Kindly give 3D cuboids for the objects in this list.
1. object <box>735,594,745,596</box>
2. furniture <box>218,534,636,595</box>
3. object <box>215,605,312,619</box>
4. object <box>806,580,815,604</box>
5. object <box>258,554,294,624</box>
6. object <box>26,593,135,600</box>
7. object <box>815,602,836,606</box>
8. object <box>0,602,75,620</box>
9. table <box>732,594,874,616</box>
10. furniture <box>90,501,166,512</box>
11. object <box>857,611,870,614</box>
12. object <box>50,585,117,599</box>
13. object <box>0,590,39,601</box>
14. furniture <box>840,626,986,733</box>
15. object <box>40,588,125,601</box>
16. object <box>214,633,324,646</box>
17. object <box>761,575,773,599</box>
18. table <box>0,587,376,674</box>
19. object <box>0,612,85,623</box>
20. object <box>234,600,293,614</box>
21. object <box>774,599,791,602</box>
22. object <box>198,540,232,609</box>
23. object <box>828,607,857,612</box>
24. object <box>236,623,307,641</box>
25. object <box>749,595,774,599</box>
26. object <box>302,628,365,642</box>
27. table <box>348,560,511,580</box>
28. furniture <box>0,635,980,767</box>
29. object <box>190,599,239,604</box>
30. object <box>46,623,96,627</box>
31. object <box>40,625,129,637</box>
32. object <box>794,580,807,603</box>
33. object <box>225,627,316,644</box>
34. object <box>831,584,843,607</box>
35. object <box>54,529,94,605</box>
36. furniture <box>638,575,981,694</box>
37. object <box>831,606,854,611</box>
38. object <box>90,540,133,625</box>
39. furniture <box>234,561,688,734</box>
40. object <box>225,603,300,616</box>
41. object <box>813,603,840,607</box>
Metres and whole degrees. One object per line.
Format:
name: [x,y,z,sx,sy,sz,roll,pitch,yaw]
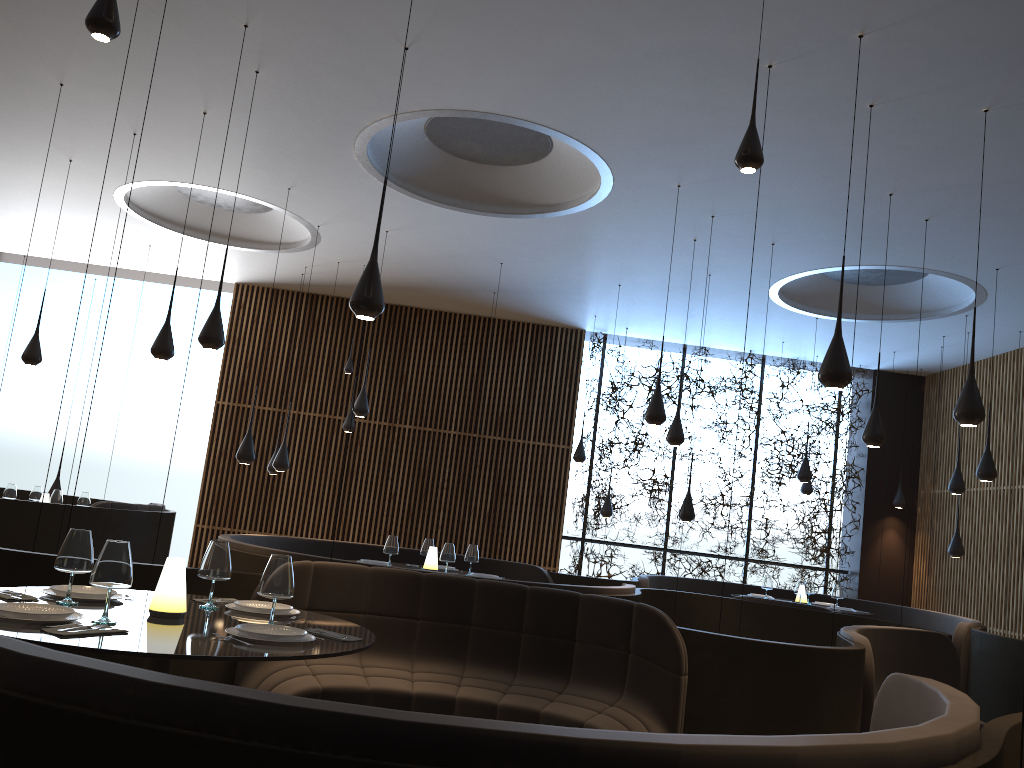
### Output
object: [2.939,2.665,11.121,0.127,0.017,0.262,15,-12,-40]
furniture: [-0.882,2.204,8.333,3.798,1.114,3.886,12,-10,-27]
object: [-1.127,1.029,4.027,0.410,0.012,0.205,2,-10,27]
object: [3.775,2.646,11.272,0.142,0.294,0.142,7,-8,-3]
object: [-0.949,0.837,3.565,0.142,0.294,0.142,0,-11,43]
object: [-1.834,0.905,3.800,0.204,0.012,0.412,1,-11,32]
object: [3.990,2.802,11.274,0.263,0.029,0.264,9,-9,-11]
object: [-1.691,0.806,3.133,0.263,0.029,0.264,0,-11,37]
table: [3.510,3.221,10.889,1.677,1.020,1.673,15,-11,-42]
furniture: [-4.716,1.916,10.529,0.931,1.056,2.539,8,-9,-7]
object: [4.191,2.763,10.763,0.127,0.017,0.262,14,-11,-37]
object: [-1.835,0.894,3.797,0.263,0.029,0.264,7,-9,2]
object: [-2.027,0.850,3.566,0.262,0.017,0.127,0,-11,36]
furniture: [2.885,2.345,6.380,0.900,1.044,2.541,1,-11,38]
object: [-1.836,0.903,3.796,0.332,0.014,0.333,7,-9,-2]
object: [-0.905,0.944,3.319,0.204,0.012,0.412,2,-10,28]
object: [3.189,2.545,11.092,0.142,0.294,0.142,8,-8,-8]
table: [-1.445,1.432,3.483,1.671,1.020,1.679,2,-10,32]
object: [-1.692,0.815,3.131,0.332,0.014,0.332,10,-10,-21]
object: [-1.130,1.018,4.030,0.263,0.029,0.264,1,-11,34]
object: [3.201,2.592,10.569,0.263,0.029,0.264,7,-9,3]
object: [-1.335,0.856,3.982,0.142,0.294,0.142,8,-8,-3]
object: [3.945,2.699,10.597,0.332,0.014,0.332,10,-9,-18]
object: [-0.902,0.934,3.324,0.263,0.029,0.264,10,-9,-18]
object: [3.174,2.716,11.306,0.332,0.014,0.333,8,-9,-5]
object: [-0.730,1.010,3.564,0.262,0.017,0.127,1,-11,33]
table: [-0.835,2.274,8.309,1.671,1.020,1.679,6,-9,7]
furniture: [-0.221,1.317,2.603,3.935,1.044,1.987,8,-9,-6]
object: [-1.381,1.031,4.199,0.126,0.017,0.263,2,-10,31]
object: [-1.697,0.816,3.133,0.410,0.012,0.205,3,-10,23]
object: [-1.432,0.831,2.978,0.126,0.017,0.263,2,-10,27]
object: [3.448,2.496,10.587,0.142,0.294,0.142,8,-8,-10]
object: [-0.904,0.943,3.323,0.333,0.014,0.332,14,-11,-37]
object: [3.979,2.603,10.845,0.142,0.294,0.142,1,-10,40]
object: [-1.772,0.739,3.586,0.142,0.294,0.142,14,-11,-43]
furniture: [3.457,3.085,10.654,3.798,1.044,3.890,11,-10,-26]
object: [3.946,2.689,10.598,0.263,0.029,0.264,9,-9,-14]
object: [-1.460,0.721,3.230,0.142,0.294,0.142,5,-8,15]
furniture: [-0.292,1.649,4.983,2.531,1.057,0.934,7,-8,3]
object: [-1.131,1.027,4.029,0.331,0.014,0.333,2,-10,31]
object: [3.989,2.811,11.272,0.332,0.014,0.333,8,-9,-5]
